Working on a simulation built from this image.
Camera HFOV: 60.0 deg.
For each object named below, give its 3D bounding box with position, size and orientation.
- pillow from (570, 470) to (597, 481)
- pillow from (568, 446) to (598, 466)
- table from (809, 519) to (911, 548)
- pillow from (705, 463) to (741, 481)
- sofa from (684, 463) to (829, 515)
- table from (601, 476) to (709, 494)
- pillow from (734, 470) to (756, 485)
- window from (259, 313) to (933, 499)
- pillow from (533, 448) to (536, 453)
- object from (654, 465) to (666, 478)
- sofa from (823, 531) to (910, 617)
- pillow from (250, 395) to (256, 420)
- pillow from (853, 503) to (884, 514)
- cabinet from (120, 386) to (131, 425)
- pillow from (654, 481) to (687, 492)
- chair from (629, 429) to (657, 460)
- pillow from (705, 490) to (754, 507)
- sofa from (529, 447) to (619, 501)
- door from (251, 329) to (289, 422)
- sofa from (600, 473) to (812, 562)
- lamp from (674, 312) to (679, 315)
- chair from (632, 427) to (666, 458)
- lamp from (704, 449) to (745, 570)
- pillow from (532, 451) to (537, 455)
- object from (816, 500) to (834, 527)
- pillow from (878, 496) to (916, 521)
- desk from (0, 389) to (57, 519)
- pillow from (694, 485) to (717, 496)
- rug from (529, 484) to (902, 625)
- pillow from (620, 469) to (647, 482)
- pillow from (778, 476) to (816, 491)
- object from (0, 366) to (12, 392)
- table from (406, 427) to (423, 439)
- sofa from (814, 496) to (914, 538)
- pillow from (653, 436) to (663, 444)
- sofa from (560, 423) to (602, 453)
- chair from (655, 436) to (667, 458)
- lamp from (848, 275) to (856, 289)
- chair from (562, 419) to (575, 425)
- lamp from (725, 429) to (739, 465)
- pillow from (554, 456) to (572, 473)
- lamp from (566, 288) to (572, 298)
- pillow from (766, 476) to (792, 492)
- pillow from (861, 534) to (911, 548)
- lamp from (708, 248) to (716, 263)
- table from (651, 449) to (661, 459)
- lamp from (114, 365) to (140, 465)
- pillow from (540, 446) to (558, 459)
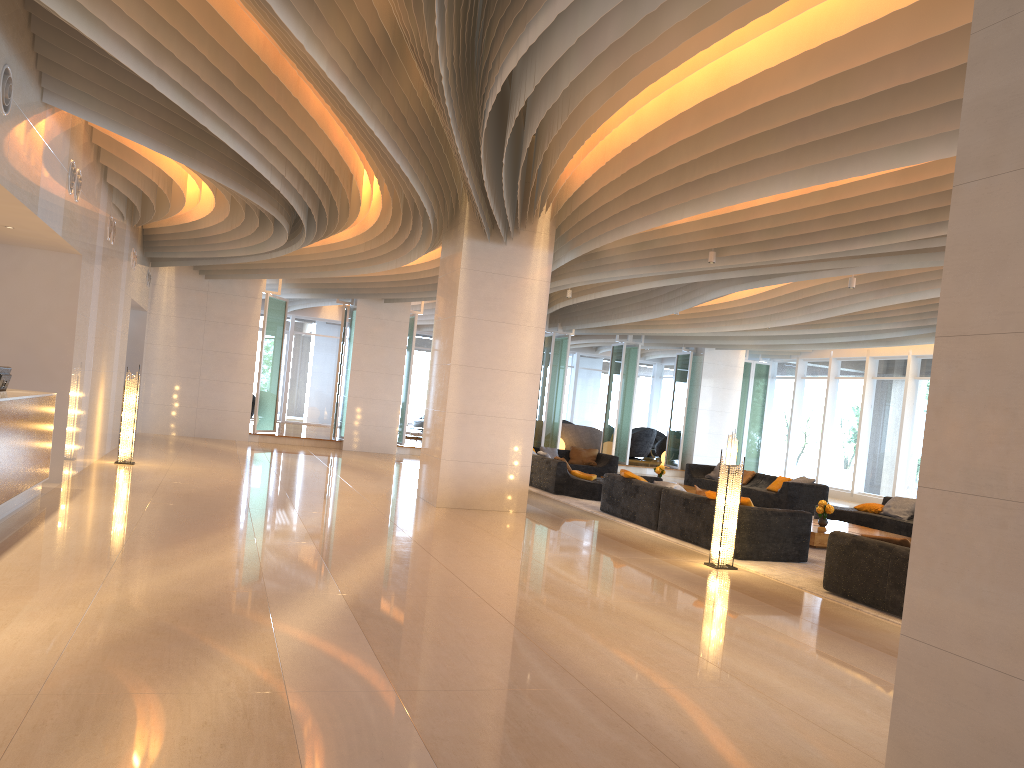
[{"bbox_3d":[1.229,1.558,15.162,0.406,0.136,0.420,6,-1,15],"label":"pillow"},{"bbox_3d":[1.575,1.589,19.518,0.637,0.378,0.548,6,-1,3],"label":"pillow"},{"bbox_3d":[4.328,2.064,12.210,1.621,0.220,1.580,7,-2,-19],"label":"table"},{"bbox_3d":[4.528,1.887,19.029,0.558,0.378,0.626,6,-1,-41],"label":"pillow"},{"bbox_3d":[4.776,2.073,17.776,0.953,0.583,3.728,6,-1,-18],"label":"sofa"},{"bbox_3d":[2.746,2.025,17.053,1.621,0.220,1.580,7,-2,-19],"label":"table"},{"bbox_3d":[4.768,1.919,18.234,0.326,0.312,0.402,6,0,-21],"label":"pillow"},{"bbox_3d":[7.793,0.786,15.824,53.400,3.224,22.574,5,-2,36],"label":"window"},{"bbox_3d":[0.323,1.405,17.405,0.414,0.335,0.331,6,0,37],"label":"pillow"},{"bbox_3d":[2.864,1.742,17.231,0.234,0.377,0.268,6,1,13],"label":"object"},{"bbox_3d":[3.672,1.700,7.864,1.372,0.577,2.224,6,-1,-18],"label":"sofa"},{"bbox_3d":[-6.945,0.537,21.382,1.539,1.006,1.120,6,0,-21],"label":"pillow"},{"bbox_3d":[5.833,2.018,14.381,0.440,0.193,0.597,5,-1,36],"label":"pillow"},{"bbox_3d":[-7.320,0.351,16.109,0.566,0.662,1.491,6,-1,-18],"label":"cabinet"},{"bbox_3d":[2.144,1.505,11.800,0.425,0.377,0.579,6,-1,-17],"label":"pillow"},{"bbox_3d":[3.810,1.829,27.442,1.113,1.006,1.548,6,0,44],"label":"chair"},{"bbox_3d":[2.597,1.451,10.193,0.558,0.378,0.626,6,-1,-41],"label":"pillow"},{"bbox_3d":[1.459,1.672,17.170,2.860,0.654,5.022,6,-2,-18],"label":"sofa"},{"bbox_3d":[-7.708,-0.289,27.174,1.477,2.774,0.059,6,2,-20],"label":"door"},{"bbox_3d":[2.309,1.647,11.457,0.953,0.583,3.728,6,-1,-18],"label":"sofa"},{"bbox_3d":[3.225,-2.085,16.960,0.087,1.508,0.090,7,2,26],"label":"lamp"},{"bbox_3d":[4.705,1.998,30.302,1.525,1.006,1.130,6,0,-6],"label":"chair"},{"bbox_3d":[2.193,1.275,9.043,0.253,1.199,0.247,5,2,-19],"label":"lamp"},{"bbox_3d":[0.383,1.410,17.073,0.554,0.377,0.642,6,-1,-23],"label":"pillow"},{"bbox_3d":[4.243,1.751,12.055,0.236,0.377,0.266,6,1,3],"label":"object"},{"bbox_3d":[6.100,1.979,13.927,0.467,0.417,0.656,6,-1,-18],"label":"pillow"},{"bbox_3d":[-4.207,0.594,5.980,0.909,1.050,6.583,6,-1,-18],"label":"desk"},{"bbox_3d":[2.466,1.475,10.822,0.449,0.410,0.594,6,0,-17],"label":"pillow"},{"bbox_3d":[4.218,2.174,12.517,5.581,0.022,16.009,7,-2,-18],"label":"rug"},{"bbox_3d":[1.805,1.432,12.618,0.546,0.378,0.639,6,-1,3],"label":"pillow"},{"bbox_3d":[5.320,1.906,16.604,0.546,0.378,0.639,6,-1,3],"label":"pillow"},{"bbox_3d":[-4.894,0.048,8.508,0.358,0.435,0.529,6,0,-19],"label":"object"},{"bbox_3d":[-2.850,1.432,25.872,1.089,0.319,0.811,6,-1,-12],"label":"table"},{"bbox_3d":[6.124,2.092,13.098,1.369,0.583,4.087,6,-1,-20],"label":"sofa"},{"bbox_3d":[5.062,1.944,30.393,0.501,0.409,0.466,6,0,8],"label":"pillow"},{"bbox_3d":[1.762,1.635,26.275,2.516,0.902,1.129,5,-1,31],"label":"sofa"},{"bbox_3d":[5.320,2.012,28.379,1.535,1.006,1.123,6,0,-16],"label":"chair"},{"bbox_3d":[4.705,-2.058,12.068,0.087,1.508,0.091,7,2,44],"label":"lamp"},{"bbox_3d":[1.832,1.643,28.301,1.547,1.006,1.114,6,0,-36],"label":"chair"},{"bbox_3d":[4.962,1.729,20.095,0.253,1.452,0.247,5,2,-19],"label":"lamp"},{"bbox_3d":[0.920,1.428,15.371,0.332,0.311,0.418,6,0,-17],"label":"pillow"},{"bbox_3d":[1.117,-2.327,16.197,0.087,1.508,0.090,7,2,26],"label":"lamp"},{"bbox_3d":[5.145,1.929,17.082,0.325,0.312,0.403,6,0,-17],"label":"pillow"},{"bbox_3d":[3.379,1.504,7.732,0.401,0.392,0.598,6,-1,-16],"label":"pillow"},{"bbox_3d":[2.629,-2.297,11.308,0.090,1.508,0.087,5,2,-28],"label":"lamp"},{"bbox_3d":[5.048,2.355,29.354,1.089,0.319,0.811,6,-1,-12],"label":"table"},{"bbox_3d":[-5.552,0.432,12.866,0.253,1.452,0.247,5,2,-19],"label":"lamp"},{"bbox_3d":[0.814,1.529,19.227,0.412,0.312,0.318,6,0,-17],"label":"pillow"}]
